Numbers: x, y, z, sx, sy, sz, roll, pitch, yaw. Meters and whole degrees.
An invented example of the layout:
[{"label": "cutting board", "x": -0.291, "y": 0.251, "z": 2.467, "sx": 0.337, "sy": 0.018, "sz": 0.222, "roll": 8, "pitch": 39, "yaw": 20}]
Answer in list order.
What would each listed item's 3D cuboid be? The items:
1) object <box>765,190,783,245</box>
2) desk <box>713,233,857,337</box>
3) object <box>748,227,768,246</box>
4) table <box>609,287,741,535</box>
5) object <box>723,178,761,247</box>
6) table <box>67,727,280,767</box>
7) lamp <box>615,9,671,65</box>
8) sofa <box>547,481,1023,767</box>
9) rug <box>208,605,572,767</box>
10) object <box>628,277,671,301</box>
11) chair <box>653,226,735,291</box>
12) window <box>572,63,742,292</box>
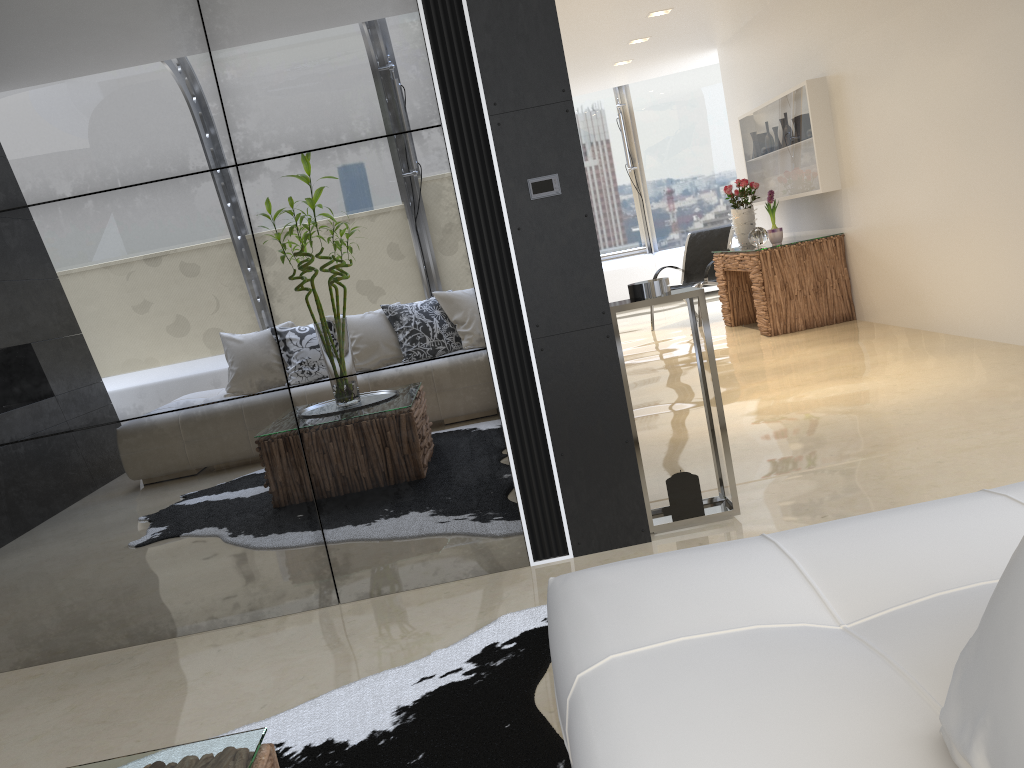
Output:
[{"label": "object", "x": 2.281, "y": -1.456, "z": 7.753, "sx": 0.129, "sy": 0.476, "sz": 0.129, "roll": -18, "pitch": 11, "yaw": -40}, {"label": "desk", "x": 2.475, "y": -0.932, "z": 8.248, "sx": 0.793, "sy": 0.762, "sz": 1.436, "roll": -11, "pitch": 8, "yaw": -1}, {"label": "object", "x": 2.232, "y": -1.334, "z": 8.036, "sx": 0.175, "sy": 0.179, "sz": 0.174, "roll": -6, "pitch": 10, "yaw": 32}, {"label": "table", "x": 0.594, "y": 0.102, "z": 3.332, "sx": 0.350, "sy": 0.872, "sz": 0.202, "roll": -11, "pitch": 8, "yaw": -1}, {"label": "object", "x": 2.269, "y": -1.673, "z": 8.634, "sx": 0.350, "sy": 0.654, "sz": 0.327, "roll": -8, "pitch": 9, "yaw": 19}, {"label": "table", "x": -0.785, "y": 0.939, "z": 1.059, "sx": 0.923, "sy": 0.448, "sz": 1.007, "roll": -11, "pitch": 8, "yaw": 0}, {"label": "lamp", "x": 1.323, "y": -2.859, "z": 5.190, "sx": 9.928, "sy": 0.004, "sz": 9.775, "roll": -11, "pitch": 8, "yaw": 0}, {"label": "sofa", "x": -0.552, "y": 0.783, "z": 0.265, "sx": 4.169, "sy": 0.866, "sz": 3.257, "roll": -11, "pitch": 8, "yaw": -1}, {"label": "rug", "x": -0.724, "y": 1.114, "z": 1.230, "sx": 2.740, "sy": 0.008, "sz": 2.739, "roll": -13, "pitch": 9, "yaw": -15}, {"label": "object", "x": 0.505, "y": -0.349, "z": 3.266, "sx": 0.153, "sy": 0.059, "sz": 0.151, "roll": -4, "pitch": 11, "yaw": 39}, {"label": "chair", "x": 1.999, "y": -1.155, "z": 9.731, "sx": 0.943, "sy": 0.972, "sz": 0.752, "roll": -18, "pitch": 11, "yaw": -40}, {"label": "window", "x": 3.505, "y": -1.781, "z": 5.192, "sx": 16.171, "sy": 3.674, "sz": 16.693, "roll": -10, "pitch": 8, "yaw": 5}]
